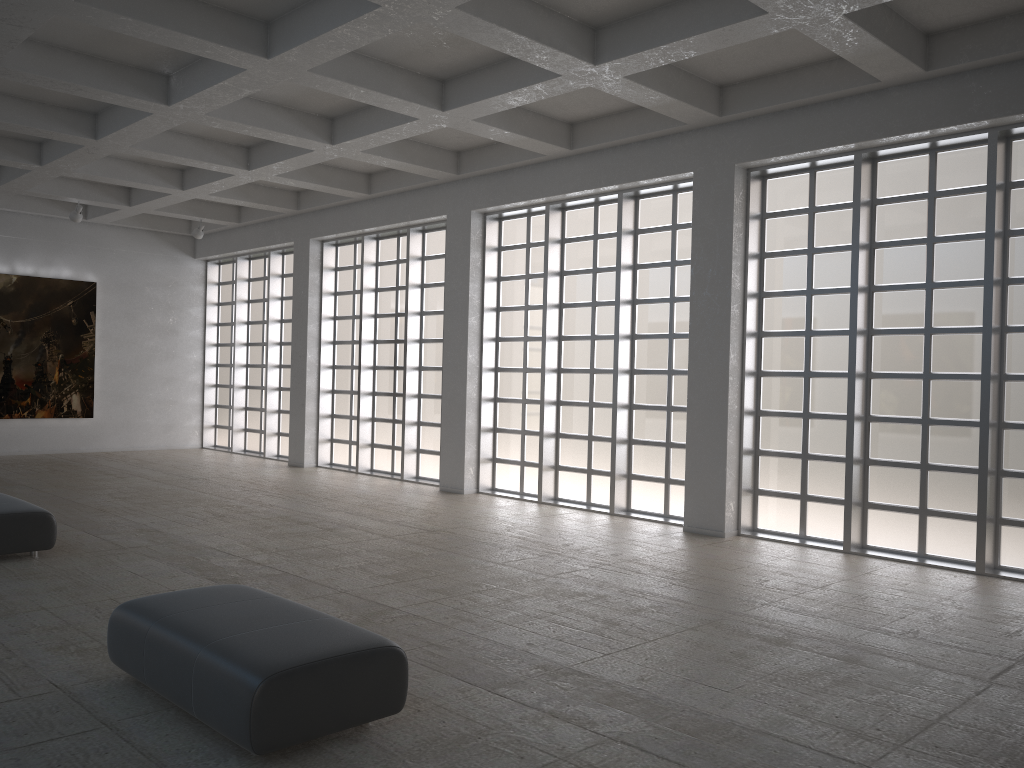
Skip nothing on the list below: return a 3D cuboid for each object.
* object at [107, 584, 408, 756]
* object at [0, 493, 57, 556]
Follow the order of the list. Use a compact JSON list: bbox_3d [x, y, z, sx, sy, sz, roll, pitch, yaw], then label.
[{"bbox_3d":[-2.545,2.638,8.578,1.616,0.828,3.044,1,0,-45],"label":"object"},{"bbox_3d":[-9.225,2.427,15.357,1.616,0.828,3.044,1,0,-45],"label":"object"}]
